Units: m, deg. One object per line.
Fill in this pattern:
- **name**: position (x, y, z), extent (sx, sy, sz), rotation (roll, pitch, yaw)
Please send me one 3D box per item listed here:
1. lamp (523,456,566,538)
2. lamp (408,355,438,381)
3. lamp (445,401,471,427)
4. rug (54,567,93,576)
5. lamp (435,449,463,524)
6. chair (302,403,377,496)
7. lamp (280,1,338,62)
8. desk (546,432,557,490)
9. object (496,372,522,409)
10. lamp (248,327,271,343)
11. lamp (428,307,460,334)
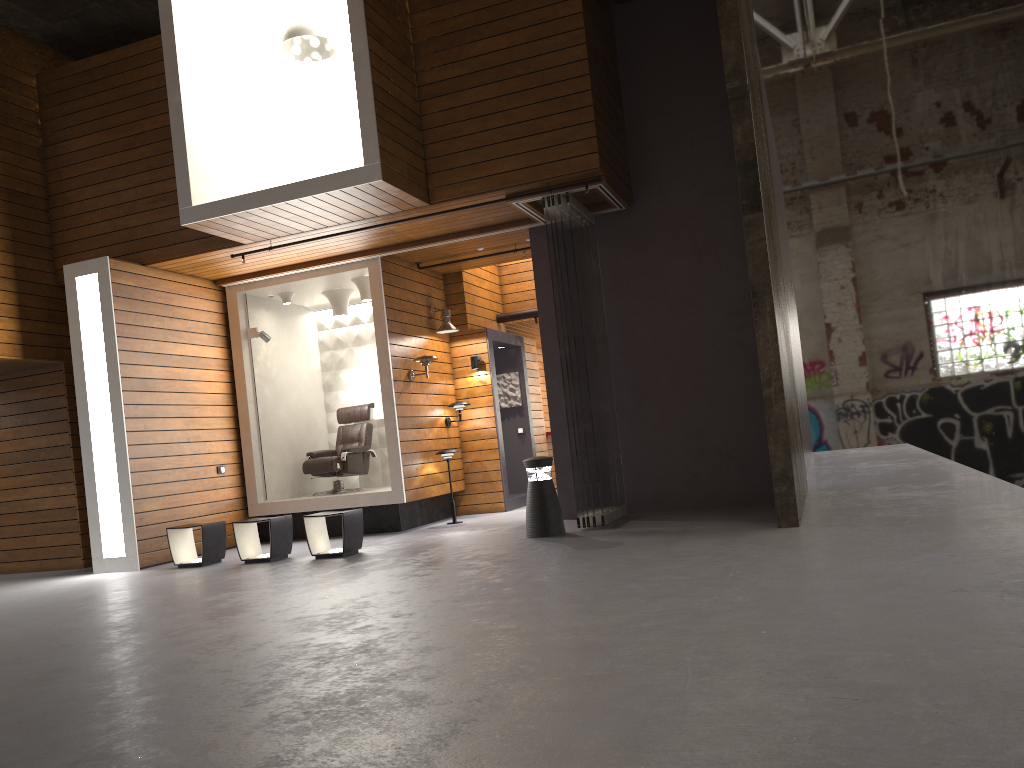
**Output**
- **lamp**: position (0.263, 0.984, 7.807), extent (0.349, 0.695, 0.348), rotation (-7, -2, 25)
- **lamp**: position (-0.996, -0.189, 9.993), extent (0.352, 0.270, 0.288), rotation (-7, -3, 19)
- **lamp**: position (-0.655, 0.357, 10.825), extent (0.327, 0.296, 0.288), rotation (-7, -3, 19)
- **rug**: position (-4.162, 1.937, 9.664), extent (0.541, 0.014, 1.577), rotation (-8, -4, 19)
- **lamp**: position (-0.701, 1.167, 10.153), extent (0.288, 0.861, 0.288), rotation (-6, -1, 5)
- **chair**: position (-2.128, 0.805, 10.971), extent (0.757, 1.070, 0.824), rotation (-8, -3, 34)
- **lamp**: position (-1.924, -3.580, 8.179), extent (0.531, 0.985, 0.529), rotation (-7, -2, 32)
- **desk**: position (1.107, 1.295, 15.595), extent (0.846, 0.984, 1.716), rotation (-7, -3, 19)
- **object**: position (-0.070, 0.091, 12.331), extent (0.381, 0.477, 0.048), rotation (-7, -1, 19)
- **lamp**: position (-2.945, -0.571, 10.346), extent (0.248, 0.188, 0.130), rotation (-6, -2, -12)
- **lamp**: position (-0.819, -0.790, 10.712), extent (0.346, 0.331, 0.294), rotation (-7, -3, 21)
